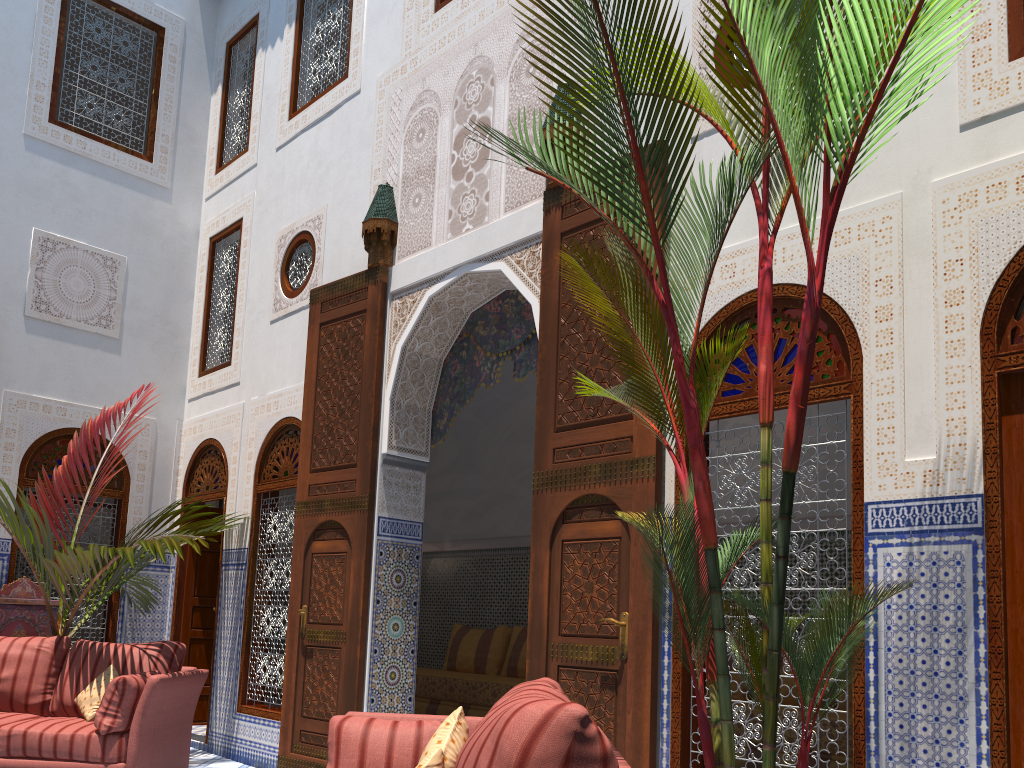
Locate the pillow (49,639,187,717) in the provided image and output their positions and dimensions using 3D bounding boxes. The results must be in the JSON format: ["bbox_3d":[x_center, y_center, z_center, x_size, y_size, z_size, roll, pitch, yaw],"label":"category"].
[{"bbox_3d":[-1.827,1.384,4.102,0.560,0.367,0.328,2,-11,1],"label":"pillow"}]

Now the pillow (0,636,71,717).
[{"bbox_3d":[-2.390,1.364,4.104,0.581,0.383,0.298,2,-10,1],"label":"pillow"}]

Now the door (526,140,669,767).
[{"bbox_3d":[0.289,0.413,3.150,0.125,2.467,0.587,9,-10,-43],"label":"door"}]

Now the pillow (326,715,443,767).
[{"bbox_3d":[-0.317,1.022,2.338,0.379,0.248,0.192,2,-10,2],"label":"pillow"}]

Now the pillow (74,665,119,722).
[{"bbox_3d":[-1.821,1.366,3.881,0.148,0.231,0.269,11,-14,-41],"label":"pillow"}]

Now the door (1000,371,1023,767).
[{"bbox_3d":[1.354,0.666,2.107,0.125,1.435,0.288,9,-10,-43],"label":"door"}]

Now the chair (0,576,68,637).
[{"bbox_3d":[-2.681,1.599,4.845,0.491,1.059,0.508,10,-12,-43],"label":"chair"}]

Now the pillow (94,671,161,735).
[{"bbox_3d":[-1.626,1.356,3.750,0.187,0.237,0.407,2,-13,2],"label":"pillow"}]

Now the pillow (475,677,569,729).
[{"bbox_3d":[0.024,0.908,2.114,0.301,0.370,0.598,2,-13,1],"label":"pillow"}]

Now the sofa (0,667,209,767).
[{"bbox_3d":[-2.129,1.534,3.924,1.360,0.530,0.753,2,-13,1],"label":"sofa"}]

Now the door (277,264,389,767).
[{"bbox_3d":[-0.879,0.686,4.306,0.586,2.467,0.125,-4,-9,41],"label":"door"}]

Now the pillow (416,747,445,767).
[{"bbox_3d":[-0.201,0.771,1.553,0.149,0.253,0.284,-7,-15,44],"label":"pillow"}]

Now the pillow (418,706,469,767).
[{"bbox_3d":[-0.169,0.908,2.089,0.131,0.272,0.309,1,-12,11],"label":"pillow"}]

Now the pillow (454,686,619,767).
[{"bbox_3d":[0.018,0.748,1.560,0.305,0.393,0.575,3,-13,-3],"label":"pillow"}]

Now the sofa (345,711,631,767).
[{"bbox_3d":[-0.137,1.033,1.822,0.731,0.528,1.401,2,-14,1],"label":"sofa"}]
